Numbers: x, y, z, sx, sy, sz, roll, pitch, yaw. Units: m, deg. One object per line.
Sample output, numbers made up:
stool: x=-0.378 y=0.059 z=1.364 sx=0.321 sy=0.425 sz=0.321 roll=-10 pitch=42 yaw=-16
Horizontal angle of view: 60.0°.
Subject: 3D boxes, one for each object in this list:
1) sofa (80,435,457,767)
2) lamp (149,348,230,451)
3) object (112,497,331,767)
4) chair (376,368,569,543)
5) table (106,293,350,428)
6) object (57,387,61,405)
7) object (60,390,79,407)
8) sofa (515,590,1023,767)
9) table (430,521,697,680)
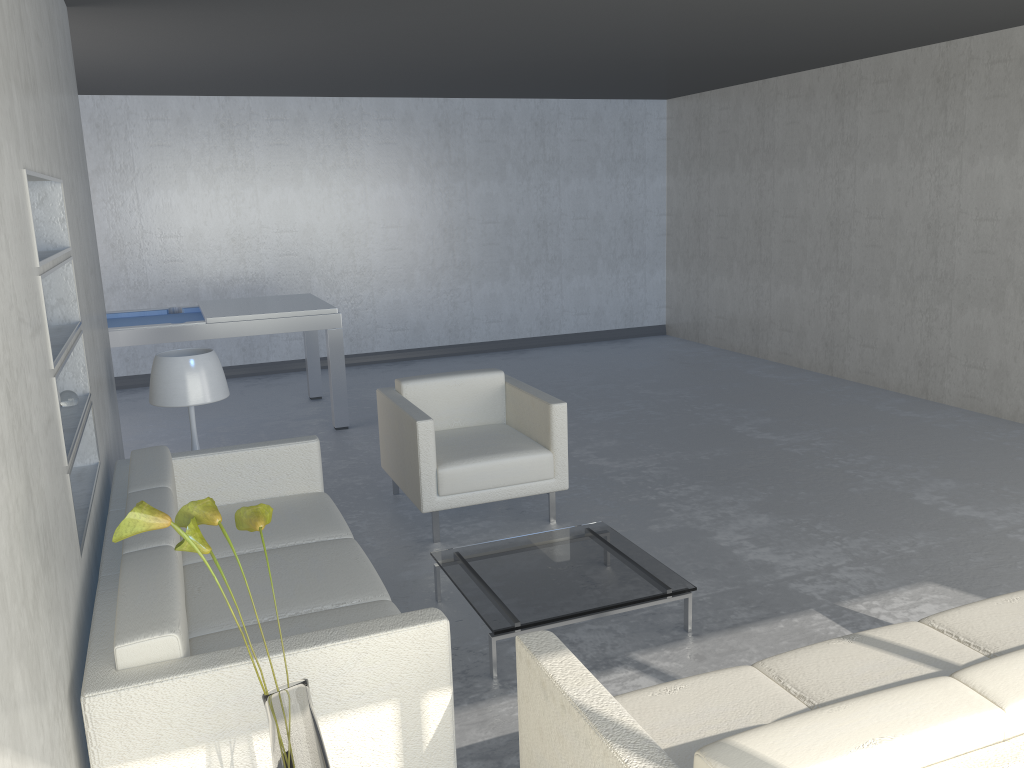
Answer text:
sofa: x=-0.850 y=0.686 z=2.887 sx=0.821 sy=0.658 sz=1.881 roll=-7 pitch=13 yaw=-21
lamp: x=-1.470 y=0.140 z=4.071 sx=0.347 sy=0.582 sz=0.347 roll=7 pitch=15 yaw=36
object: x=-0.504 y=0.698 z=1.850 sx=0.387 sy=1.051 sz=0.400 roll=-1 pitch=12 yaw=6
chair: x=-0.216 y=0.315 z=4.521 sx=0.748 sy=0.662 sz=0.821 roll=-7 pitch=13 yaw=-21
table: x=-2.346 y=-0.106 z=6.317 sx=2.095 sy=0.835 sz=1.180 roll=-7 pitch=13 yaw=-21
object: x=-1.510 y=0.020 z=2.872 sx=0.079 sy=0.130 sz=0.079 roll=-7 pitch=13 yaw=-23
object: x=-1.474 y=0.045 z=2.942 sx=0.064 sy=0.050 sz=0.064 roll=-5 pitch=12 yaw=-15
sofa: x=1.031 y=0.799 z=2.064 sx=1.881 sy=0.658 sz=0.821 roll=-7 pitch=13 yaw=-21
table: x=0.170 y=0.790 z=3.366 sx=0.773 sy=0.190 sz=0.730 roll=-7 pitch=13 yaw=-21
